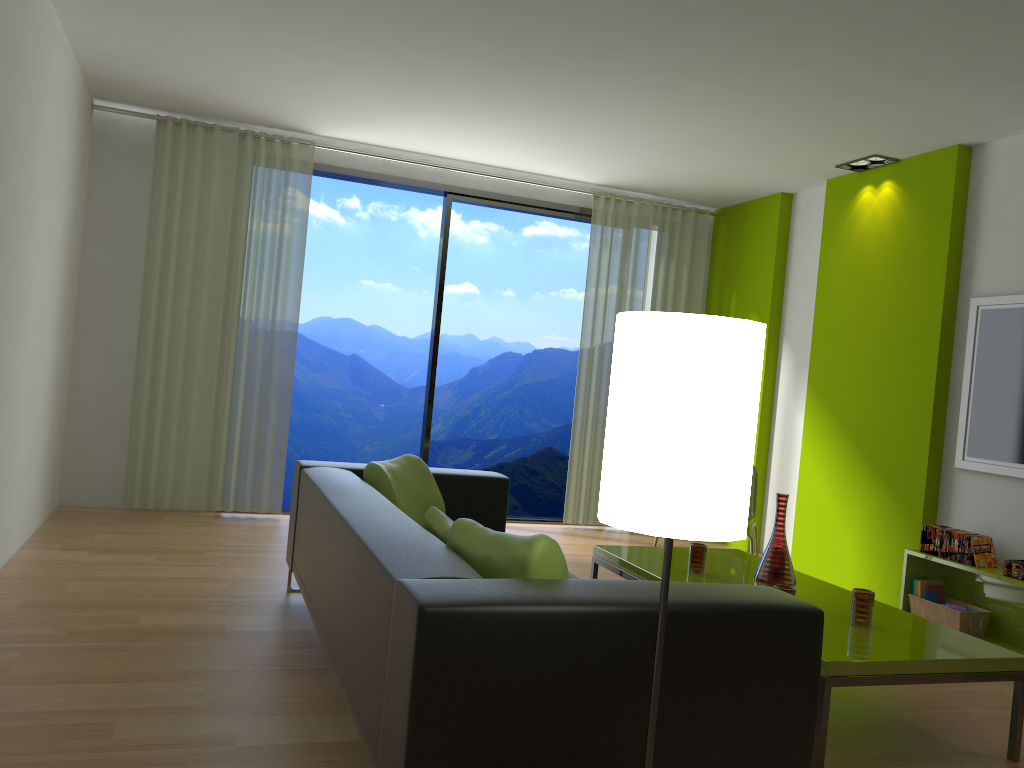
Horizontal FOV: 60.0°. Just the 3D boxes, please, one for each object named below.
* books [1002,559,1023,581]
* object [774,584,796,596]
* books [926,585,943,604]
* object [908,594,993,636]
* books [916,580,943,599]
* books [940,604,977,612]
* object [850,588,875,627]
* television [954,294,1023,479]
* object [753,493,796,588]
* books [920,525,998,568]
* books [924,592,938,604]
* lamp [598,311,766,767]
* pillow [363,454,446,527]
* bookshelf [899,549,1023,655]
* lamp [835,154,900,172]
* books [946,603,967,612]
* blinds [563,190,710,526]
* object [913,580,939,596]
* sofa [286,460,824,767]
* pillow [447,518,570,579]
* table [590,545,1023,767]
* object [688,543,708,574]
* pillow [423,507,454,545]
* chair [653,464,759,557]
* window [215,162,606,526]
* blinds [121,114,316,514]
[{"bbox_3d":[2.460,0.891,4.231,0.164,0.078,0.172,5,0,-21],"label":"books"},{"bbox_3d":[0.947,0.769,3.093,0.076,0.122,0.075,5,0,15],"label":"object"},{"bbox_3d":[2.259,1.170,4.744,0.105,0.182,0.031,5,0,-19],"label":"books"},{"bbox_3d":[2.279,1.207,4.636,0.213,0.129,0.367,5,0,-19],"label":"object"},{"bbox_3d":[2.242,1.158,4.762,0.158,0.202,0.051,5,0,-19],"label":"books"},{"bbox_3d":[2.307,1.173,4.575,0.143,0.025,0.182,5,0,-19],"label":"books"},{"bbox_3d":[1.248,0.797,3.160,0.075,0.122,0.076,6,0,36],"label":"object"},{"bbox_3d":[2.734,0.022,4.144,0.028,0.941,1.537,5,0,-19],"label":"television"},{"bbox_3d":[1.057,0.636,3.526,0.168,0.400,0.168,5,0,-34],"label":"object"},{"bbox_3d":[2.329,0.843,4.616,0.147,0.150,0.370,5,0,-19],"label":"books"},{"bbox_3d":[2.228,1.184,4.720,0.086,0.148,0.025,5,0,-19],"label":"books"},{"bbox_3d":[0.283,0.498,1.692,0.302,1.244,0.295,5,0,-19],"label":"lamp"},{"bbox_3d":[-0.496,0.507,3.966,0.269,0.362,0.399,6,0,29],"label":"pillow"},{"bbox_3d":[2.528,1.127,4.098,0.306,0.378,1.630,5,0,-19],"label":"bookshelf"},{"bbox_3d":[2.201,-1.424,5.489,0.192,0.131,0.352,5,0,-19],"label":"lamp"},{"bbox_3d":[2.301,1.156,4.591,0.087,0.008,0.110,5,0,21],"label":"books"},{"bbox_3d":[0.982,-0.163,6.970,1.012,2.568,0.067,5,0,-19],"label":"blinds"},{"bbox_3d":[2.234,1.158,4.785,0.158,0.200,0.040,5,0,-19],"label":"object"},{"bbox_3d":[-0.141,0.757,3.177,1.061,0.639,2.583,5,0,-19],"label":"sofa"},{"bbox_3d":[-0.003,0.567,2.380,0.210,0.403,0.457,5,0,-34],"label":"pillow"},{"bbox_3d":[1.030,1.007,3.577,0.810,0.349,1.682,5,0,-19],"label":"table"},{"bbox_3d":[0.798,0.751,3.812,0.076,0.122,0.075,5,0,15],"label":"object"},{"bbox_3d":[-0.146,0.566,2.747,0.164,0.317,0.380,5,0,-36],"label":"pillow"},{"bbox_3d":[1.099,0.799,4.954,0.640,0.759,0.546,5,0,19],"label":"chair"},{"bbox_3d":[-0.388,-0.207,6.727,3.336,2.498,0.219,5,0,-19],"label":"window"},{"bbox_3d":[-1.949,-0.432,5.936,1.012,2.568,0.067,5,0,-19],"label":"blinds"}]
